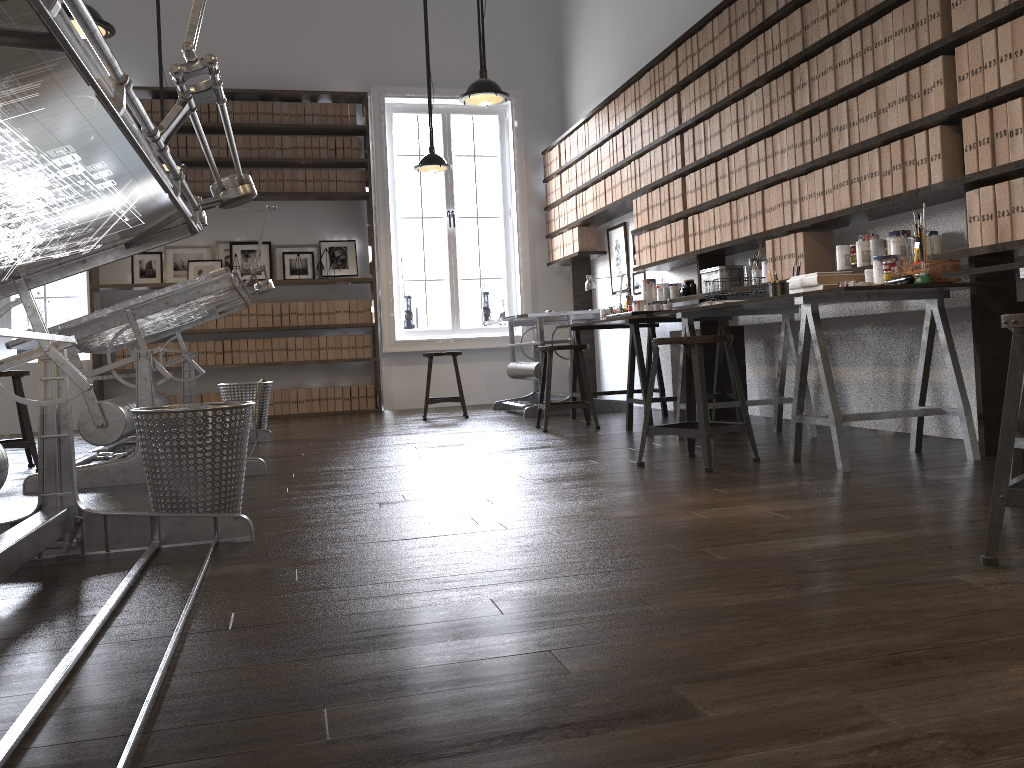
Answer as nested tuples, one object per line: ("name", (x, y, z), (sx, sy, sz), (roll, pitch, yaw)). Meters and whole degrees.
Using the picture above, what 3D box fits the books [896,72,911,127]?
("books", (1.697, -1.171, 3.677), (0.174, 0.226, 0.067), (-3, -1, -14))

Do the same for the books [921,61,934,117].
("books", (1.737, -1.169, 3.543), (0.174, 0.226, 0.066), (-3, -1, -14))

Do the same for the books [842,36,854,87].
("books", (1.599, -1.456, 4.023), (0.174, 0.226, 0.066), (-3, -1, -14))

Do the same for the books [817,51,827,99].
("books", (1.554, -1.461, 4.215), (0.174, 0.226, 0.066), (-3, -1, -14))

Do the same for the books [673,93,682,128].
("books", (1.147, -1.771, 5.763), (0.174, 0.226, 0.067), (-3, -1, -14))

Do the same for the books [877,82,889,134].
("books", (1.669, -1.174, 3.803), (0.174, 0.226, 0.066), (-3, -1, -14))

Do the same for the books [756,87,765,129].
("books", (1.411, -1.473, 4.759), (0.174, 0.226, 0.066), (-3, -1, -14))

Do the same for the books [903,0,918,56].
("books", (1.699, -1.447, 3.614), (0.174, 0.226, 0.067), (-3, -1, -14))

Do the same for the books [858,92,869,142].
("books", (1.637, -1.177, 3.934), (0.174, 0.226, 0.066), (-3, -1, -14))

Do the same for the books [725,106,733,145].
("books", (1.327, -1.481, 5.104), (0.174, 0.226, 0.066), (-3, -1, -14))

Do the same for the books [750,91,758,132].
("books", (1.396, -1.475, 4.830), (0.174, 0.226, 0.066), (-3, -1, -14))

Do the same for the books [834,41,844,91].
("books", (1.586, -1.458, 4.085), (0.174, 0.226, 0.066), (-3, -1, -14))

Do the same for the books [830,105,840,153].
("books", (1.586, -1.182, 4.140), (0.174, 0.226, 0.066), (-3, -1, -14))

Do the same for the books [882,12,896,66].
("books", (1.668, -1.450, 3.750), (0.174, 0.226, 0.066), (-3, -1, -14))

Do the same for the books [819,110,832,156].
("books", (1.562, -1.184, 4.212), (0.174, 0.226, 0.067), (-3, -1, -14))

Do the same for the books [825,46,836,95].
("books", (1.565, -1.459, 4.148), (0.174, 0.226, 0.067), (-3, -1, -14))

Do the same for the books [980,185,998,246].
("books", (1.824, -0.616, 3.260), (0.174, 0.226, 0.066), (-3, -1, -14))

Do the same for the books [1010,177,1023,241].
("books", (1.862, -0.613, 3.130), (0.174, 0.226, 0.066), (-3, -1, -14))

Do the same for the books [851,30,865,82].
("books", (1.615, -1.455, 3.953), (0.174, 0.226, 0.067), (-3, -1, -14))

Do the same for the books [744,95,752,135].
("books", (1.383, -1.477, 4.899), (0.174, 0.226, 0.066), (-3, -1, -14))

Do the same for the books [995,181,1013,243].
("books", (1.842, -0.614, 3.190), (0.174, 0.226, 0.067), (-3, -1, -14))

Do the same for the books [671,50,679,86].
("books", (1.134, -2.048, 5.760), (0.174, 0.226, 0.066), (-3, -1, -14))

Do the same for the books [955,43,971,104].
("books", (1.783, -1.170, 3.360), (0.174, 0.226, 0.066), (-3, -1, -14))

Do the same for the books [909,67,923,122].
("books", (1.718, -1.170, 3.610), (0.174, 0.226, 0.066), (-3, -1, -14))

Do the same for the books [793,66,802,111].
("books", (1.503, -1.466, 4.422), (0.174, 0.226, 0.066), (-3, -1, -14))

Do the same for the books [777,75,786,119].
("books", (1.466, -1.469, 4.566), (0.174, 0.226, 0.066), (-3, -1, -14))

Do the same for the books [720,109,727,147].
("books", (1.313, -1.483, 5.165), (0.174, 0.226, 0.066), (-3, -1, -14))

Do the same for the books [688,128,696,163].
("books", (1.207, -1.492, 5.574), (0.174, 0.226, 0.067), (-3, -1, -14))

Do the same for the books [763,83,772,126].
("books", (1.428, -1.471, 4.689), (0.174, 0.226, 0.067), (-3, -1, -14))

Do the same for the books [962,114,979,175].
("books", (1.800, -0.895, 3.338), (0.174, 0.226, 0.066), (-3, -1, -14))

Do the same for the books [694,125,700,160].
("books", (1.230, -1.491, 5.502), (0.174, 0.226, 0.066), (-3, -1, -14))

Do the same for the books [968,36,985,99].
("books", (1.798, -1.169, 3.292), (0.174, 0.226, 0.066), (-3, -1, -14))

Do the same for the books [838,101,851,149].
("books", (1.598, -1.180, 4.070), (0.174, 0.226, 0.066), (-3, -1, -14))

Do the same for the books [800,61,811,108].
("books", (1.515, -1.464, 4.351), (0.174, 0.226, 0.066), (-3, -1, -14))

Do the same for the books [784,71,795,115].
("books", (1.479, -1.467, 4.493), (0.174, 0.226, 0.067), (-3, -1, -14))

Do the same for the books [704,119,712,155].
("books", (1.264, -1.487, 5.365), (0.174, 0.226, 0.066), (-3, -1, -14))

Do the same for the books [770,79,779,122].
("books", (1.448, -1.470, 4.629), (0.174, 0.226, 0.066), (-3, -1, -14))

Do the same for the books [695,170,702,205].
("books", (1.236, -1.213, 5.499), (0.174, 0.226, 0.067), (-3, -1, -14))

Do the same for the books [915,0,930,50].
("books", (1.719, -1.446, 3.554), (0.174, 0.226, 0.066), (-3, -1, -14))

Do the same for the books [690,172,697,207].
("books", (1.219, -1.215, 5.569), (0.174, 0.226, 0.066), (-3, -1, -14))

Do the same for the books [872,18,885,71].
("books", (1.655, -1.452, 3.818), (0.174, 0.226, 0.066), (-3, -1, -14))

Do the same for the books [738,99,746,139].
("books", (1.364, -1.478, 4.966), (0.174, 0.226, 0.066), (-3, -1, -14))

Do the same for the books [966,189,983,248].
("books", (1.810, -0.618, 3.331), (0.174, 0.226, 0.066), (-3, -1, -14))

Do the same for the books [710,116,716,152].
("books", (1.282, -1.486, 5.296), (0.174, 0.226, 0.066), (-3, -1, -14))

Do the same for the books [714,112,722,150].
("books", (1.293, -1.484, 5.229), (0.174, 0.226, 0.067), (-3, -1, -14))

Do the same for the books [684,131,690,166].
("books", (1.194, -1.494, 5.647), (0.174, 0.226, 0.066), (-3, -1, -14))

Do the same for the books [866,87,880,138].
("books", (1.648, -1.176, 3.867), (0.174, 0.226, 0.067), (-3, -1, -14))

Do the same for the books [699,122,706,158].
("books", (1.243, -1.489, 5.432), (0.174, 0.226, 0.066), (-3, -1, -14))

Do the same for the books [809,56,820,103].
("books", (1.537, -1.462, 4.284), (0.174, 0.226, 0.066), (-3, -1, -14))

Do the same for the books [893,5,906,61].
("books", (1.683, -1.448, 3.679), (0.174, 0.226, 0.066), (-3, -1, -14))

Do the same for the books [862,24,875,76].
("books", (1.636, -1.453, 3.885), (0.174, 0.226, 0.066), (-3, -1, -14))

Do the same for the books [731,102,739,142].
("books", (1.343, -1.480, 5.033), (0.174, 0.226, 0.067), (-3, -1, -14))

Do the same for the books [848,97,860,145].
("books", (1.620, -1.179, 4.003), (0.174, 0.226, 0.066), (-3, -1, -14))

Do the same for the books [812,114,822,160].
("books", (1.549, -1.185, 4.285), (0.174, 0.226, 0.066), (-3, -1, -14))
